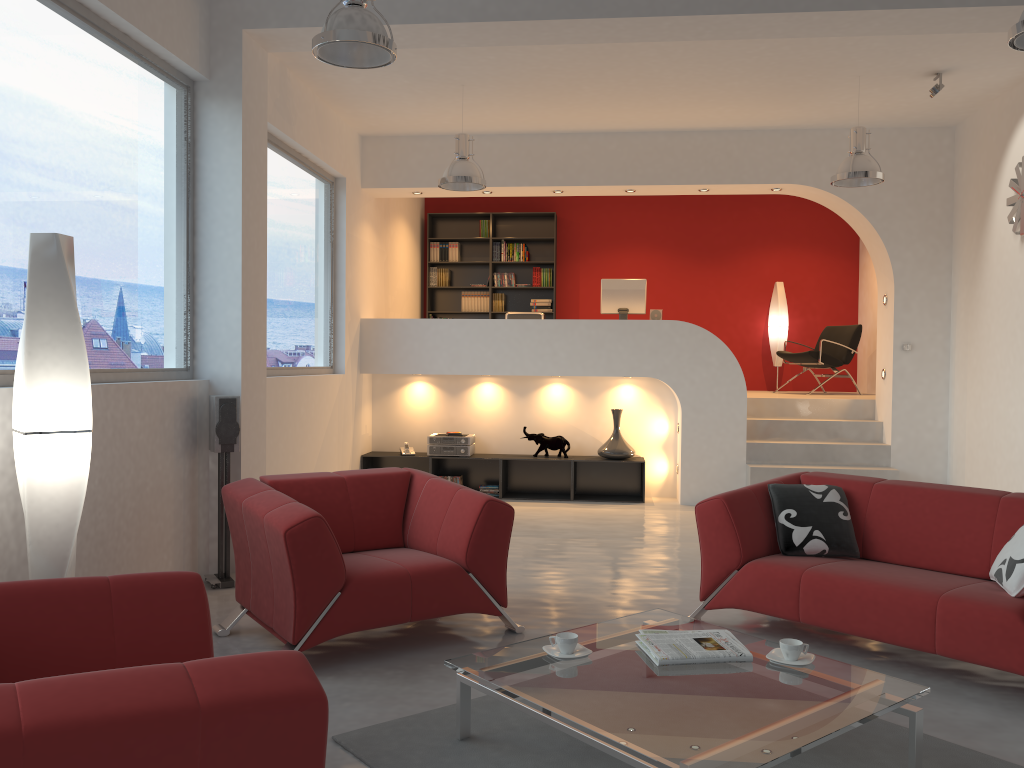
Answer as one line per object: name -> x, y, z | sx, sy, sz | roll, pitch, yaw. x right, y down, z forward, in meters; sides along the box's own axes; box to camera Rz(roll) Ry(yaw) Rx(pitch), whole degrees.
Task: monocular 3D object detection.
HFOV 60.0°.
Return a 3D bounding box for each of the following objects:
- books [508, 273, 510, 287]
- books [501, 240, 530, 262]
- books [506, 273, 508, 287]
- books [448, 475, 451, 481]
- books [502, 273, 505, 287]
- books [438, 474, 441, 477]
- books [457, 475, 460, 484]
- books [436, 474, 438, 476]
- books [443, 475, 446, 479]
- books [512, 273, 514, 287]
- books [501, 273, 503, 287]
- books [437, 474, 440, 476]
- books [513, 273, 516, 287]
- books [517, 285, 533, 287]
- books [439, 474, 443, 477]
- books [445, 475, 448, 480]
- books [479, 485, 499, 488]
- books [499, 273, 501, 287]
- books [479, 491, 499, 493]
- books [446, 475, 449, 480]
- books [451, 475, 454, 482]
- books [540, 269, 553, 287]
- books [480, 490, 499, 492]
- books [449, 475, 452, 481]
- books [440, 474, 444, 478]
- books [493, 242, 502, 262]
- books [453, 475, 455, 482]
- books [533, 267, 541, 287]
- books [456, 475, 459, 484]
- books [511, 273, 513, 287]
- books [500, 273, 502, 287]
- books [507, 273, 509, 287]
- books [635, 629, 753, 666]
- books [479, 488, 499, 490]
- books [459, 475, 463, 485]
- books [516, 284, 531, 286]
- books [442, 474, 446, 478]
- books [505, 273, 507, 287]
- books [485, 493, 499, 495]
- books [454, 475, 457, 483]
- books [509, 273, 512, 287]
books -> -0.027, -1.327, 11.386 | 0.031, 0.190, 0.135 | 1, 1, 6
books -> 0.045, -1.690, 11.339 | 0.341, 0.286, 0.231 | 1, 1, 6
books -> -0.057, -1.327, 11.389 | 0.031, 0.190, 0.135 | 1, 1, 6
books -> -0.606, 0.998, 8.756 | 0.031, 0.190, 0.135 | 1, 1, 6
books -> -0.101, -1.328, 11.394 | 0.031, 0.190, 0.135 | 1, 1, 6
books -> -0.710, 0.996, 8.767 | 0.031, 0.190, 0.135 | 1, 1, 6
books -> -0.516, 0.999, 8.746 | 0.031, 0.190, 0.135 | 1, 1, 6
books -> -0.740, 0.996, 8.770 | 0.031, 0.190, 0.135 | 1, 1, 6
books -> -0.651, 0.997, 8.761 | 0.031, 0.190, 0.135 | 1, 1, 6
books -> 0.018, -1.326, 11.381 | 0.031, 0.190, 0.135 | 1, 1, 6
books -> -0.116, -1.328, 11.396 | 0.031, 0.190, 0.135 | 1, 1, 6
books -> -0.725, 0.996, 8.769 | 0.031, 0.190, 0.135 | 1, 1, 6
books -> 0.033, -1.326, 11.380 | 0.031, 0.190, 0.135 | 1, 1, 6
books -> 0.165, -1.252, 11.367 | 0.190, 0.015, 0.135 | 1, 1, 6
books -> -0.695, 0.997, 8.765 | 0.031, 0.190, 0.135 | 1, 1, 6
books -> -0.636, 0.997, 8.759 | 0.031, 0.190, 0.135 | 1, 1, 6
books -> -0.227, 1.014, 8.766 | 0.190, 0.015, 0.135 | 1, 1, 1
books -> -0.146, -1.329, 11.399 | 0.031, 0.190, 0.135 | 1, 1, 6
books -> -0.220, 1.059, 8.767 | 0.190, 0.015, 0.135 | 1, 1, 11
books -> -0.621, 0.997, 8.757 | 0.031, 0.190, 0.135 | 1, 1, 6
books -> -0.576, 0.998, 8.753 | 0.031, 0.190, 0.135 | 1, 1, 6
books -> 0.439, -1.346, 11.327 | 0.146, 0.240, 0.170 | 1, 1, 6
books -> -0.214, 1.044, 8.766 | 0.190, 0.015, 0.135 | 1, 1, 6
books -> -0.591, 0.998, 8.754 | 0.031, 0.190, 0.135 | 1, 1, 6
books -> -0.681, 0.997, 8.764 | 0.031, 0.190, 0.135 | 1, 1, 6
books -> -0.188, -1.678, 11.387 | 0.090, 0.256, 0.181 | 1, 1, 6
books -> -0.561, 0.998, 8.751 | 0.031, 0.190, 0.135 | 1, 1, 6
books -> 0.319, -1.355, 11.341 | 0.090, 0.256, 0.181 | 1, 1, 6
books -> -0.531, 0.999, 8.748 | 0.031, 0.190, 0.135 | 1, 1, 6
books -> 0.003, -1.327, 11.383 | 0.031, 0.190, 0.135 | 1, 1, 6
books -> -0.131, -1.328, 11.397 | 0.031, 0.190, 0.135 | 1, 1, 6
books -> -0.042, -1.327, 11.388 | 0.031, 0.190, 0.135 | 1, 1, 6
books -> 0.645, 0.943, 3.190 | 0.367, 0.035, 0.345 | 1, 1, -4
books -> -0.218, 1.029, 8.759 | 0.190, 0.015, 0.135 | 1, 1, 6
books -> -0.501, 0.999, 8.745 | 0.031, 0.190, 0.135 | 1, 1, 6
books -> 0.155, -1.267, 11.368 | 0.190, 0.015, 0.135 | 1, 1, 11
books -> -0.666, 0.997, 8.762 | 0.031, 0.190, 0.135 | 1, 1, 6
books -> -0.072, -1.328, 11.391 | 0.031, 0.190, 0.135 | 1, 1, 6
books -> -0.210, 1.074, 8.766 | 0.190, 0.015, 0.135 | 1, 1, 6
books -> -0.546, 0.998, 8.750 | 0.031, 0.190, 0.135 | 1, 1, 6
books -> -0.012, -1.327, 11.384 | 0.031, 0.190, 0.135 | 1, 1, 6
